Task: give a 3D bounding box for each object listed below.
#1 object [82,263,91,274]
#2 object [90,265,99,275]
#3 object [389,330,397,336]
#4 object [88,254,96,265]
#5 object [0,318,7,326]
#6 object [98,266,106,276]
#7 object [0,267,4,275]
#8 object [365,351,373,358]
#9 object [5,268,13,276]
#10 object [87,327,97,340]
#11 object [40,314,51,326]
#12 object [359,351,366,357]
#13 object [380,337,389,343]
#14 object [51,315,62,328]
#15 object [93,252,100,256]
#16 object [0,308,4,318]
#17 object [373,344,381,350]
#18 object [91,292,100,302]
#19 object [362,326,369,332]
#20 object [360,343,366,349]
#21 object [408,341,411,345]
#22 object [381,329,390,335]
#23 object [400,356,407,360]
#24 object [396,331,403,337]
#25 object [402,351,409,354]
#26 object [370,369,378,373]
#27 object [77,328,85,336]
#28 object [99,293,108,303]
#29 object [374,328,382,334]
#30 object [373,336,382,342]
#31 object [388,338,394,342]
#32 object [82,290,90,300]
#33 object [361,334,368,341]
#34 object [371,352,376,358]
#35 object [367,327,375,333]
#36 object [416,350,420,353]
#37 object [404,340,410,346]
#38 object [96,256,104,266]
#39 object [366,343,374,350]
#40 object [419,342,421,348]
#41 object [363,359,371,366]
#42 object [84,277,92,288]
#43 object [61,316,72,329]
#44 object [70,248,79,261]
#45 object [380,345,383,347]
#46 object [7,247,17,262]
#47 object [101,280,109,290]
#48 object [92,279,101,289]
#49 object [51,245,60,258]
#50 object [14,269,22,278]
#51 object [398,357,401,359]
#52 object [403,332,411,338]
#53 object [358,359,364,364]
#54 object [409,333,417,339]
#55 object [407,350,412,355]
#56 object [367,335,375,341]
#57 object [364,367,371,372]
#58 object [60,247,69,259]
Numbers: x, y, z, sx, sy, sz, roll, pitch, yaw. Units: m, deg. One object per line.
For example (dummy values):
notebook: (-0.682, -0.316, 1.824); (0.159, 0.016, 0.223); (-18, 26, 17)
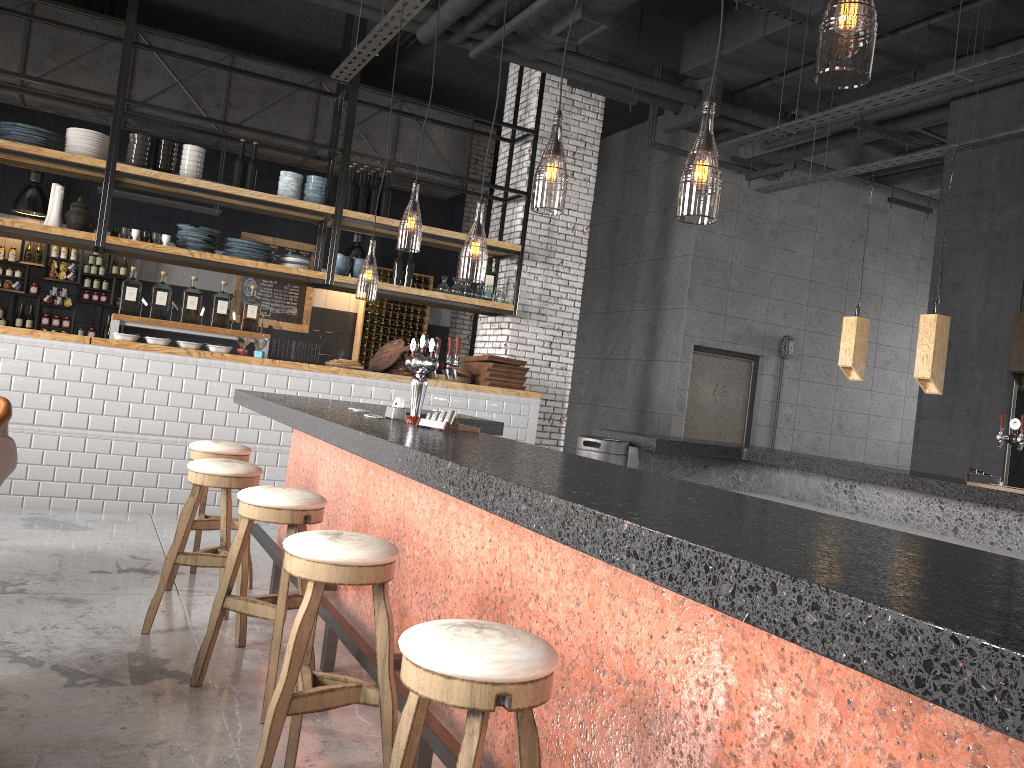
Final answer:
object: (-4.841, -1.314, 10.089); (0.076, 0.111, 0.076); (7, -1, -16)
object: (-4.767, -1.305, 10.124); (0.076, 0.111, 0.076); (7, -1, -6)
object: (-1.548, -0.659, 11.555); (0.079, 0.079, 0.284); (8, -1, -26)
object: (-4.790, -1.420, 10.111); (0.076, 0.111, 0.076); (6, -2, 39)
object: (-5.600, -0.664, 9.748); (0.076, 0.111, 0.076); (8, -1, -21)
object: (-4.693, -1.296, 10.161); (0.076, 0.111, 0.076); (8, -2, -31)
object: (-5.616, -1.241, 9.720); (0.071, 0.083, 0.071); (7, -1, -1)
object: (-1.838, -0.378, 11.419); (0.079, 0.079, 0.281); (8, -1, -26)
object: (-5.532, -1.230, 9.760); (0.070, 0.083, 0.071); (8, -1, -36)
object: (-4.812, -0.577, 10.149); (0.100, 0.140, 0.088); (8, -1, -25)
object: (-5.232, -0.720, 9.944); (0.100, 0.140, 0.088); (8, -1, -25)
object: (-1.929, -0.390, 11.392); (0.079, 0.079, 0.281); (8, -1, -26)
object: (-1.654, -0.567, 11.529); (0.079, 0.079, 0.284); (8, -1, -26)
object: (-5.135, -0.707, 9.991); (0.100, 0.140, 0.088); (8, -1, -25)
object: (-4.742, -1.526, 10.134); (0.076, 0.111, 0.076); (8, -2, -31)
object: (-5.624, -0.779, 9.734); (0.076, 0.111, 0.076); (8, -2, -31)
object: (-1.751, -0.473, 11.484); (0.079, 0.079, 0.281); (8, -1, -26)
object: (-4.769, -1.000, 10.155); (0.081, 0.113, 0.071); (8, -2, -26)
object: (-1.894, -0.703, 11.410); (0.079, 0.079, 0.284); (8, -1, -26)
object: (-1.926, -0.495, 11.417); (0.079, 0.079, 0.281); (8, -1, -26)
object: (-1.323, -0.524, 11.705); (0.079, 0.079, 0.284); (8, -1, -26)
object: (-1.631, -0.670, 11.511); (0.079, 0.079, 0.284); (8, -1, -26)
object: (-1.434, -0.326, 11.662); (0.079, 0.079, 0.281); (8, -1, -26)
object: (-1.479, -0.650, 11.627); (0.079, 0.079, 0.284); (8, -1, -26)
object: (-1.413, -0.430, 11.647); (0.079, 0.079, 0.281); (8, -1, -26)
object: (-1.786, -0.159, 11.467); (0.079, 0.079, 0.281); (8, -1, -26)
object: (-4.905, -0.575, 10.080); (0.076, 0.111, 0.076); (6, -2, 29)
object: (-4.694, -0.990, 10.191); (0.081, 0.113, 0.071); (8, -2, -26)
object: (-1.732, -0.682, 11.505); (0.079, 0.079, 0.284); (8, -1, -26)
object: (-1.735, -0.577, 11.480); (0.079, 0.079, 0.284); (8, -1, -26)
object: (-1.570, -0.556, 11.569); (0.079, 0.079, 0.284); (8, -1, -26)
object: (-4.856, -1.011, 10.113); (0.081, 0.113, 0.071); (8, -2, -26)
object: (-1.897, -0.598, 11.386); (0.079, 0.079, 0.284); (8, -1, -26)
object: (-1.771, -0.369, 11.495); (0.079, 0.079, 0.281); (8, -1, -26)
object: (-1.819, -0.693, 11.469); (0.079, 0.079, 0.284); (8, -1, -26)
object: (-1.244, -0.408, 11.728); (0.079, 0.079, 0.281); (8, -1, -26)
object: (-1.401, -0.534, 11.651); (0.079, 0.079, 0.284); (8, -1, -26)
object: (-4.718, -1.411, 10.147); (0.076, 0.111, 0.076); (8, -1, -21)
object: (-1.827, -0.483, 11.426); (0.079, 0.079, 0.281); (8, -1, -26)
object: (-1.224, -0.512, 11.715); (0.079, 0.079, 0.284); (8, -1, -26)
object: (-1.870, -0.276, 11.455); (0.079, 0.079, 0.281); (8, -1, -26)
object: (-4.829, -1.155, 10.099); (0.076, 0.111, 0.076); (7, -1, -1)
object: (-5.043, -0.695, 10.035); (0.100, 0.140, 0.088); (8, -1, -25)
object: (-4.951, -1.473, 10.031); (0.079, 0.157, 0.079); (8, -2, -41)
object: (-1.675, -0.463, 11.543); (0.079, 0.079, 0.281); (8, -1, -26)
object: (-5.505, -1.422, 9.768); (0.079, 0.157, 0.079); (8, -2, -41)
object: (-4.670, -1.134, 10.177); (0.076, 0.111, 0.076); (6, -2, 29)
object: (-4.750, -1.145, 10.137); (0.076, 0.111, 0.076); (6, -2, 39)
object: (-5.122, -1.495, 9.950); (0.079, 0.157, 0.079); (7, -2, -16)
object: (-5.455, -1.220, 9.797); (0.070, 0.083, 0.071); (8, -1, -36)
object: (-1.510, -0.336, 11.603); (0.079, 0.079, 0.281); (8, -1, -26)
object: (-1.378, -0.637, 11.633); (0.079, 0.079, 0.284); (8, -1, -26)
object: (-1.945, -0.286, 11.397); (0.079, 0.079, 0.281); (8, -1, -26)
object: (-1.310, -0.628, 11.709); (0.079, 0.079, 0.284); (8, -1, -26)
object: (-1.318, -0.418, 11.666); (0.079, 0.079, 0.281); (8, -1, -26)
object: (-1.823, -0.588, 11.448); (0.079, 0.079, 0.284); (8, -1, -26)
object: (-1.874, -0.171, 11.434); (0.079, 0.079, 0.281); (8, -1, -26)
object: (-5.036, -1.484, 9.990); (0.079, 0.157, 0.079); (7, -1, 9)
